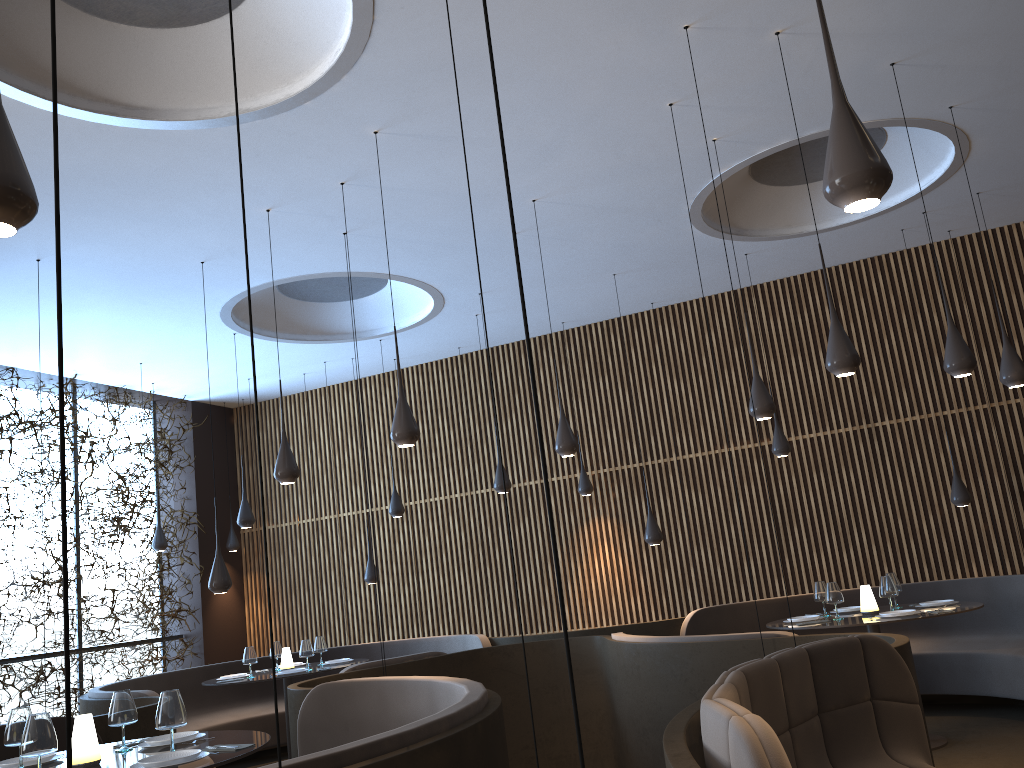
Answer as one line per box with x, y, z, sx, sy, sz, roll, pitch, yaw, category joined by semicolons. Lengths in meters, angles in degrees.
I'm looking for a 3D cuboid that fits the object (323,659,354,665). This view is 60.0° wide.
-1.830;2.926;9.315;0.332;0.014;0.333;-9;-13;7;object

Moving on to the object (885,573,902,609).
3.264;1.767;7.586;0.142;0.294;0.142;0;-13;-30;object

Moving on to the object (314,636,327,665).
-2.043;2.844;9.458;0.142;0.294;0.142;-2;-13;-24;object

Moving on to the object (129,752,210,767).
-1.504;1.661;3.900;0.333;0.014;0.332;-15;-15;31;object

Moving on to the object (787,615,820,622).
2.421;1.951;7.362;0.264;0.029;0.264;-14;-14;28;object

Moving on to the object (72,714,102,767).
-2.002;1.670;4.150;0.143;0.231;0.145;-16;-15;37;object

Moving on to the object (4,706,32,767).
-2.348;1.701;4.237;0.142;0.294;0.142;-5;-12;-11;object

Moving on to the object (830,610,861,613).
2.963;1.988;7.777;0.332;0.014;0.333;0;-14;-28;object

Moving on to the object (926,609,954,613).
3.236;1.719;6.701;0.126;0.017;0.263;-8;-13;5;object

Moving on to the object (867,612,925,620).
2.935;1.760;6.749;0.411;0.012;0.205;-7;-13;1;object

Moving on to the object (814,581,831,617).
2.678;1.852;7.642;0.142;0.294;0.142;1;-14;-36;object

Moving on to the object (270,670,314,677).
-2.144;2.812;8.635;0.410;0.012;0.205;-2;-14;-21;object

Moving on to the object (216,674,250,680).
-2.806;2.961;8.939;0.332;0.014;0.333;-12;-13;19;object

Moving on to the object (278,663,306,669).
-2.409;3.073;9.651;0.332;0.014;0.333;-12;-13;20;object

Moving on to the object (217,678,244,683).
-2.748;2.895;8.648;0.262;0.017;0.127;-3;-13;-15;object

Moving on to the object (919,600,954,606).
3.481;1.798;7.261;0.264;0.029;0.264;-13;-14;26;object

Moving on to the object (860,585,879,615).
2.926;1.774;7.291;0.142;0.231;0.145;-10;-12;14;object

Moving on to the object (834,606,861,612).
2.962;1.979;7.779;0.263;0.029;0.264;1;-15;-31;object

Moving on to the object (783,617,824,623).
2.422;1.960;7.360;0.332;0.014;0.333;-9;-13;9;object

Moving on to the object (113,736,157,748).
-1.992;1.924;4.764;0.127;0.017;0.262;-15;-15;32;object

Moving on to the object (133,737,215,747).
-1.754;1.848;4.585;0.412;0.012;0.205;-14;-14;29;object

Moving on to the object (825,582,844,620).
2.610;1.753;7.166;0.142;0.294;0.142;-9;-12;10;object

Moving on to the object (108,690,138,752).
-2.000;1.731;4.558;0.142;0.294;0.142;5;-16;-45;object

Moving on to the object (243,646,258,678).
-2.618;2.780;8.863;0.142;0.294;0.142;-11;-12;17;object

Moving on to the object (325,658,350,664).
-1.831;2.916;9.317;0.263;0.029;0.264;-9;-13;10;object

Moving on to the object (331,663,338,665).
-1.828;2.926;9.311;0.204;0.012;0.413;-3;-13;-16;object

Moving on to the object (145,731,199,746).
-1.759;1.838;4.589;0.263;0.029;0.264;-11;-13;17;object

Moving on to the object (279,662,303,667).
-2.410;3.064;9.653;0.263;0.029;0.264;-10;-13;14;object

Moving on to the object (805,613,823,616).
2.673;2.046;7.843;0.126;0.017;0.263;-9;-13;9;object

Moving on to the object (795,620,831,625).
2.398;1.903;7.062;0.262;0.017;0.127;-7;-13;0;object

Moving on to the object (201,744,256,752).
-1.339;1.705;4.151;0.262;0.017;0.127;-14;-14;27;object

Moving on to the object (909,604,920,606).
3.530;1.875;7.551;0.262;0.017;0.127;-8;-13;4;object

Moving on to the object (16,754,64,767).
-2.419;1.891;4.420;0.333;0.014;0.332;-14;-15;30;object

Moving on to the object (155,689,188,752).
-1.591;1.586;4.142;0.142;0.294;0.142;-6;-12;-7;object

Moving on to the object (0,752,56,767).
-2.420;1.882;4.422;0.263;0.029;0.264;-5;-13;-11;object

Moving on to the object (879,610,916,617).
2.939;1.749;6.752;0.263;0.029;0.264;-10;-13;12;object

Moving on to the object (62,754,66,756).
-2.418;1.893;4.424;0.204;0.012;0.412;-11;-13;19;object

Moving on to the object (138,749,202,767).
-1.505;1.652;3.901;0.264;0.029;0.263;-17;-16;37;object

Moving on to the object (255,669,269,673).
-2.695;3.095;9.558;0.126;0.017;0.263;-2;-14;-21;object

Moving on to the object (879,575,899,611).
3.020;1.688;7.102;0.142;0.294;0.142;3;-15;-39;object

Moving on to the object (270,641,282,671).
-2.513;2.903;9.464;0.142;0.294;0.142;-12;-12;22;object

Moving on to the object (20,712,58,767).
-1.998;1.546;3.745;0.142;0.294;0.142;-4;-12;-16;object

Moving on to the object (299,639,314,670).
-2.053;2.712;8.871;0.142;0.294;0.142;-10;-12;15;object

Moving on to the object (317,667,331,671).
-1.846;2.798;8.707;0.126;0.017;0.263;-3;-13;-17;object

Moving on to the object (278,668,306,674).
-2.141;2.801;8.639;0.264;0.029;0.264;-14;-14;27;object

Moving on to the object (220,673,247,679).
-2.807;2.951;8.941;0.263;0.029;0.264;1;-15;-31;object

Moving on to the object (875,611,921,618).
2.940;1.759;6.750;0.332;0.014;0.333;2;-15;-35;object

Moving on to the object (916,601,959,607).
3.482;1.807;7.259;0.332;0.014;0.333;-9;-13;7;object

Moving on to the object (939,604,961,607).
3.482;1.807;7.254;0.204;0.012;0.413;-7;-13;0;object

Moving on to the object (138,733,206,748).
-1.758;1.848;4.587;0.333;0.014;0.332;-17;-16;39;object

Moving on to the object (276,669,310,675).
-2.140;2.811;8.637;0.332;0.014;0.333;-9;-13;8;object
